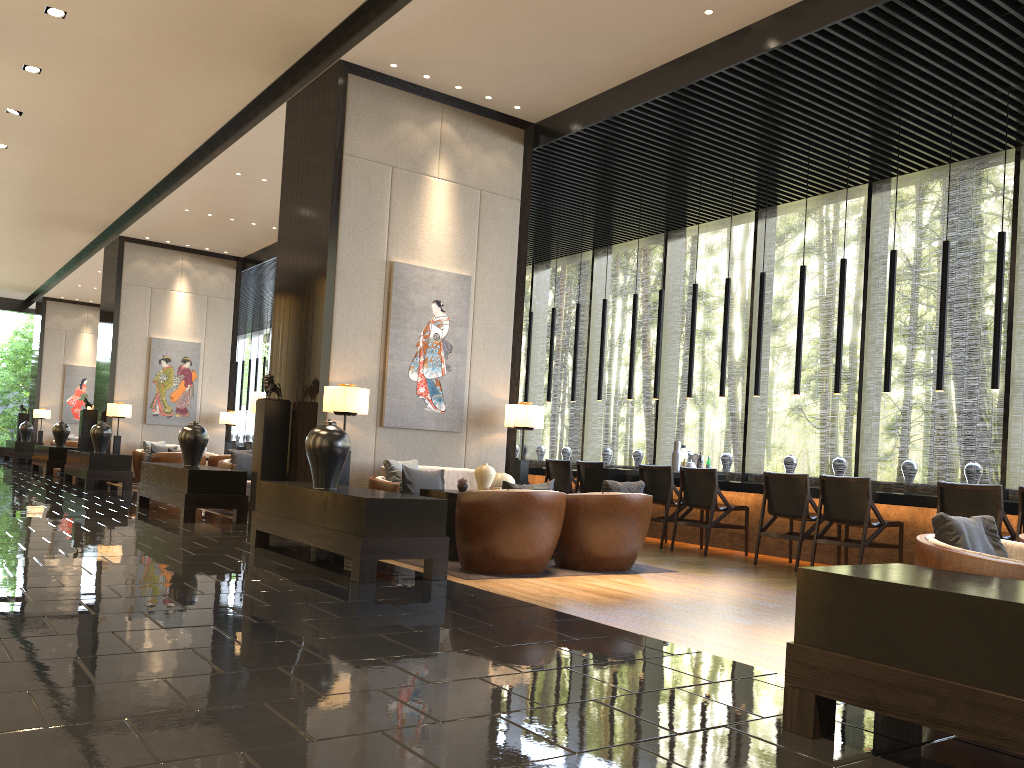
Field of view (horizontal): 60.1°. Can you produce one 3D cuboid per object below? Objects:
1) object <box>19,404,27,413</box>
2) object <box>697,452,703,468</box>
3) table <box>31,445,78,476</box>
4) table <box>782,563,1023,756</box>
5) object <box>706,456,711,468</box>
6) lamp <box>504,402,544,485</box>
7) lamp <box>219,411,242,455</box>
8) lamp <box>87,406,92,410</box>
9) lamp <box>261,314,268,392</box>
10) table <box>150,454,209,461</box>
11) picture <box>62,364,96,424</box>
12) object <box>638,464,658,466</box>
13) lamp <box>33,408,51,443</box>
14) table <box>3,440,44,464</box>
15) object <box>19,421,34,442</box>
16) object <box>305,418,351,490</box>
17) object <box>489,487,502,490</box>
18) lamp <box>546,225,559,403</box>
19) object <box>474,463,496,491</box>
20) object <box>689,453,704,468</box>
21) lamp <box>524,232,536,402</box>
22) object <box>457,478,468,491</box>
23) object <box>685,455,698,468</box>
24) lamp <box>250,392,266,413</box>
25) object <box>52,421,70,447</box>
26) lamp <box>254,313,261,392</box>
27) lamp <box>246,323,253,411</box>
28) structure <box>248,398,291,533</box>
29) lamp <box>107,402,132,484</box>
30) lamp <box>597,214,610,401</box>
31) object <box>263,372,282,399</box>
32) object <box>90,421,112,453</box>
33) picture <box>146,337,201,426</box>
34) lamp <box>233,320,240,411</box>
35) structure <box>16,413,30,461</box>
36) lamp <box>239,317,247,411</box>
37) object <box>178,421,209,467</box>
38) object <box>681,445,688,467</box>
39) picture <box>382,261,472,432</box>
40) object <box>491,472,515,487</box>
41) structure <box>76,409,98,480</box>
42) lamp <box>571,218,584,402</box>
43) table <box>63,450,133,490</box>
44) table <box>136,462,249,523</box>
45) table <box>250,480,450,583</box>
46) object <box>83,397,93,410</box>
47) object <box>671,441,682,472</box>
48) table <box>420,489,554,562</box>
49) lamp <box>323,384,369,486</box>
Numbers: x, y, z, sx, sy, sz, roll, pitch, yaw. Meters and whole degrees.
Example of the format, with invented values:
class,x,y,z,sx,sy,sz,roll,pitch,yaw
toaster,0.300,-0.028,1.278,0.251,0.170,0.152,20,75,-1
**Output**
class,x,y,z,sx,sy,sz,roll,pitch,yaw
object,-12.516,0.628,22.666,0.176,0.245,0.115,5,-2,-30
object,2.115,0.883,9.948,0.067,0.237,0.067,5,-2,-41
table,-8.618,1.442,16.793,0.621,0.512,1.960,6,-5,-35
table,1.690,0.835,2.195,0.621,0.512,1.960,6,-5,-35
object,2.214,0.911,9.969,0.056,0.197,0.056,4,-2,-33
lamp,0.089,0.854,8.525,0.375,1.349,0.375,3,-2,-6
lamp,-5.060,1.157,15.817,0.375,1.349,0.375,4,-2,-16
lamp,-7.620,1.041,16.221,0.375,1.349,0.375,4,-2,-16
lamp,-5.832,-0.585,20.886,0.060,2.417,0.060,3,-1,20
table,-5.349,1.451,14.568,1.044,0.516,0.575,6,-4,-35
picture,-11.134,0.284,22.903,0.836,1.499,0.037,5,-2,-35
object,1.473,0.908,9.620,0.228,0.067,0.227,6,-5,-32
lamp,-11.764,1.285,22.089,0.375,1.349,0.375,3,-2,-6
table,-11.569,1.615,20.973,0.621,0.512,1.960,6,-5,-35
object,-11.549,1.118,21.036,0.312,0.492,0.312,4,-2,-16
object,-1.288,0.487,6.175,0.312,0.492,0.312,4,-2,-16
object,-0.078,0.857,7.115,0.174,0.051,0.138,7,-6,-39
lamp,0.559,-0.962,11.834,0.060,2.417,0.060,4,-2,-40
object,-0.221,0.762,7.183,0.171,0.235,0.171,3,-3,0
object,2.099,0.901,10.073,0.169,0.219,0.168,5,-3,-40
lamp,0.263,-0.944,12.253,0.060,2.417,0.060,4,-2,-40
object,-0.399,0.812,7.168,0.091,0.112,0.092,3,-3,17
object,1.990,0.878,9.854,0.135,0.217,0.136,1,-3,42
lamp,-2.473,0.754,8.929,0.374,1.317,0.375,3,-2,9
object,-8.560,0.942,16.804,0.312,0.492,0.312,4,-2,-16
lamp,-6.129,-0.568,21.306,0.060,2.417,0.060,3,-1,20
lamp,-6.424,-0.550,21.725,0.060,2.417,0.060,3,-1,20
structure,-2.194,0.744,8.006,0.241,1.216,0.240,4,-2,-35
lamp,-6.577,0.980,14.743,0.375,1.349,0.375,4,-2,-16
lamp,1.153,-0.997,10.993,0.060,2.417,0.060,4,-2,-40
object,-2.169,0.019,8.014,0.177,0.245,0.115,5,-3,-35
object,-6.338,0.811,13.657,0.312,0.492,0.312,4,-2,-16
picture,-5.938,-0.022,15.544,0.836,1.499,0.037,5,-2,-35
lamp,-7.011,-0.516,22.556,0.060,2.417,0.060,3,-1,20
structure,-12.543,1.354,22.662,0.241,1.216,0.240,4,-2,-35
lamp,-6.717,-0.533,22.139,0.060,2.417,0.060,3,-1,20
object,-3.442,0.641,9.555,0.311,0.492,0.312,2,-3,36
object,1.936,0.845,10.020,0.129,0.305,0.129,2,-2,41
picture,-0.780,-0.326,8.240,0.836,1.499,0.037,5,-2,-35
object,-0.096,0.819,7.341,0.246,0.167,0.245,6,-4,-32
structure,-7.361,1.049,15.324,0.241,1.216,0.240,4,-2,-35
lamp,0.856,-0.979,11.414,0.060,2.417,0.060,4,-2,-40
table,-6.387,1.310,13.634,0.621,0.512,1.960,6,-5,-35
table,-3.450,1.137,9.475,0.621,0.512,1.960,6,-5,-35
table,-1.220,1.006,6.316,0.621,0.512,1.960,6,-5,-35
object,-7.346,0.336,15.337,0.102,0.217,0.162,2,-3,43
object,1.841,0.809,9.899,0.113,0.344,0.113,5,-2,-40
table,-0.170,1.146,7.233,1.044,0.516,0.575,6,-4,-35
lamp,-1.429,0.678,7.452,0.374,1.346,0.376,3,-2,16
